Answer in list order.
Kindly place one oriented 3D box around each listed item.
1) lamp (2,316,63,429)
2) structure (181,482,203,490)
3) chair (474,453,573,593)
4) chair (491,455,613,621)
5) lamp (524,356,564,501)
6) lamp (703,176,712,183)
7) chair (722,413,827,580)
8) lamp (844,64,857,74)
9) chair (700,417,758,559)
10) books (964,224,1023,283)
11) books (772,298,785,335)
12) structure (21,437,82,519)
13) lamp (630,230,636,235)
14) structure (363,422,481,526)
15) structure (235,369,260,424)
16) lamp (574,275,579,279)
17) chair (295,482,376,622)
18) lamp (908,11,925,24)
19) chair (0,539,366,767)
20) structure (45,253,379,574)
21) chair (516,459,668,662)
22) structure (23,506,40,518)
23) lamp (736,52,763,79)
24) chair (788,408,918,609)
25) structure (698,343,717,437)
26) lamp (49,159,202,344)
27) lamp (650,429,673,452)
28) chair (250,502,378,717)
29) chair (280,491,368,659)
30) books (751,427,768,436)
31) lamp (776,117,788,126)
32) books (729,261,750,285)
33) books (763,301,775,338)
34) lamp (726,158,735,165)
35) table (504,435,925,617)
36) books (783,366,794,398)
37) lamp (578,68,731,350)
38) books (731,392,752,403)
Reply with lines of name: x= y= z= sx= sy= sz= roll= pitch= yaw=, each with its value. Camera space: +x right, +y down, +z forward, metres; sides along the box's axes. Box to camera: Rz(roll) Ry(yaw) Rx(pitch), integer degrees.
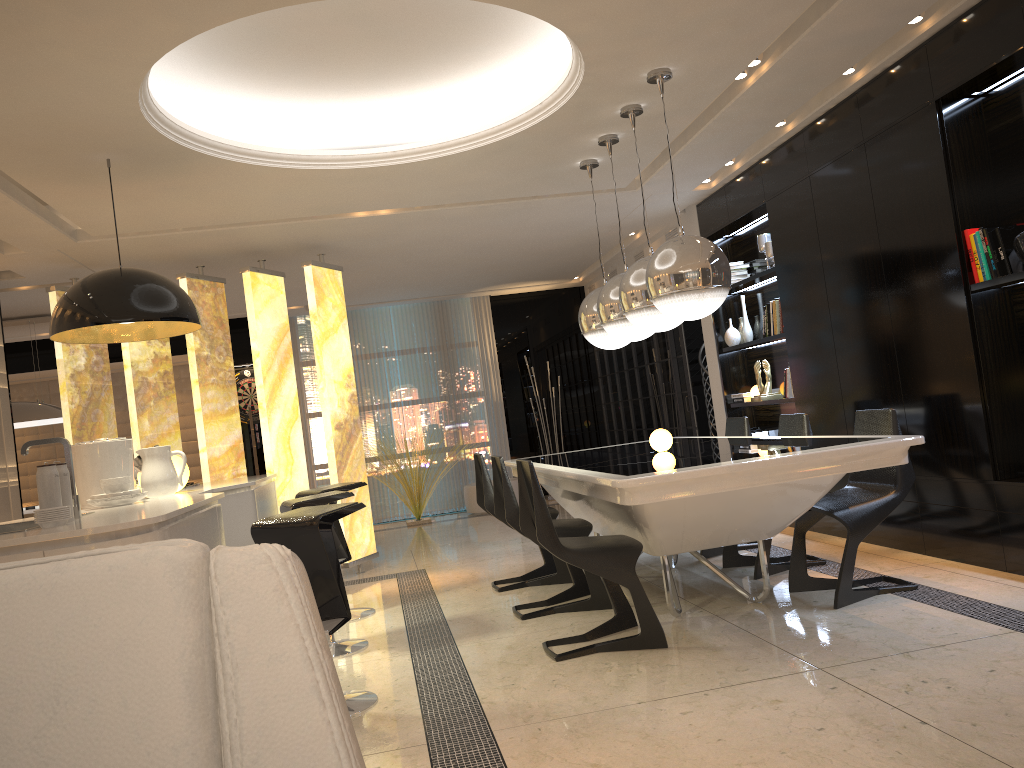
lamp: x=-4.939 y=-0.074 z=8.464 sx=1.578 sy=0.995 sz=0.939 roll=-7 pitch=-2 yaw=-9
structure: x=-2.258 y=0.665 z=5.512 sx=0.502 sy=0.026 sz=0.811 roll=-7 pitch=-2 yaw=-9
chair: x=0.059 y=0.836 z=5.633 sx=0.496 sy=0.858 sz=0.523 roll=-7 pitch=-2 yaw=-9
chair: x=0.192 y=0.785 z=4.795 sx=0.496 sy=0.858 sz=0.523 roll=-7 pitch=-2 yaw=-9
lamp: x=0.461 y=0.525 z=10.983 sx=0.418 sy=1.801 sz=0.200 roll=-7 pitch=-2 yaw=-9
lamp: x=1.488 y=-1.621 z=6.856 sx=0.107 sy=0.127 sz=0.107 roll=-6 pitch=-3 yaw=-28
chair: x=1.473 y=0.628 z=5.116 sx=0.496 sy=0.858 sz=0.523 roll=-7 pitch=-2 yaw=-9
lamp: x=1.813 y=-1.748 z=4.810 sx=0.107 sy=0.127 sz=0.107 roll=-6 pitch=-3 yaw=-28
chair: x=1.347 y=0.677 z=5.911 sx=0.496 sy=0.858 sz=0.523 roll=-7 pitch=-2 yaw=-9
books: x=2.324 y=-0.631 z=4.201 sx=0.210 sy=0.270 sz=0.236 roll=-7 pitch=-2 yaw=-10
books: x=1.998 y=-0.499 z=6.342 sx=0.212 sy=0.261 sz=0.252 roll=-7 pitch=-2 yaw=-9
structure: x=-1.706 y=0.356 z=3.262 sx=0.177 sy=0.310 sz=0.089 roll=-7 pitch=-2 yaw=-9
lamp: x=1.142 y=-1.505 z=8.576 sx=0.107 sy=0.127 sz=0.107 roll=-6 pitch=-3 yaw=-28
structure: x=-1.131 y=1.034 z=10.129 sx=1.282 sy=1.142 sz=1.275 roll=-9 pitch=-3 yaw=37
structure: x=-3.134 y=0.152 z=10.667 sx=0.669 sy=0.669 sz=0.048 roll=-7 pitch=-2 yaw=-9
lamp: x=0.771 y=-1.361 z=10.912 sx=0.107 sy=0.127 sz=0.107 roll=-6 pitch=-3 yaw=-28
chair: x=-1.063 y=1.008 z=5.350 sx=0.380 sy=0.789 sz=0.380 roll=-6 pitch=-3 yaw=-42
lamp: x=1.906 y=-1.784 z=4.221 sx=0.107 sy=0.127 sz=0.107 roll=-6 pitch=-3 yaw=-28
chair: x=-0.237 y=0.584 z=0.138 sx=1.027 sy=0.991 sz=0.983 roll=-7 pitch=-2 yaw=-10
structure: x=-2.273 y=0.342 z=6.897 sx=2.180 sy=2.555 sz=0.448 roll=-7 pitch=-2 yaw=-9
chair: x=0.328 y=0.732 z=3.941 sx=0.496 sy=0.858 sz=0.523 roll=-7 pitch=-2 yaw=-9
structure: x=-4.711 y=1.602 z=8.379 sx=2.912 sy=0.812 sz=1.659 roll=-7 pitch=-2 yaw=-9
lamp: x=1.203 y=-1.676 z=4.582 sx=0.107 sy=0.127 sz=0.271 roll=-7 pitch=-2 yaw=-9
chair: x=1.606 y=0.576 z=4.278 sx=0.496 sy=0.858 sz=0.523 roll=-7 pitch=-2 yaw=-9
structure: x=2.673 y=-0.983 z=10.104 sx=1.964 sy=4.134 sz=3.425 roll=-7 pitch=-2 yaw=-9
lamp: x=-1.999 y=-0.702 z=4.501 sx=0.710 sy=0.898 sz=0.710 roll=-8 pitch=-2 yaw=1
lamp: x=0.813 y=0.307 z=4.835 sx=0.125 sy=0.125 sz=0.125 roll=-10 pitch=-3 yaw=41
chair: x=-0.776 y=0.896 z=3.540 sx=0.380 sy=0.789 sz=0.380 roll=-9 pitch=-3 yaw=23
chair: x=-0.972 y=0.963 z=4.522 sx=0.380 sy=0.789 sz=0.380 roll=-6 pitch=-3 yaw=-27
books: x=1.962 y=0.499 z=7.227 sx=0.210 sy=0.270 sz=0.236 roll=-7 pitch=-2 yaw=-10
lamp: x=1.685 y=-1.698 z=5.612 sx=0.107 sy=0.127 sz=0.107 roll=-6 pitch=-3 yaw=-28
books: x=1.784 y=-0.875 z=7.223 sx=0.259 sy=0.188 sz=0.302 roll=-7 pitch=-2 yaw=-3
books: x=1.965 y=-0.483 z=6.547 sx=0.207 sy=0.256 sz=0.245 roll=-7 pitch=-2 yaw=-10
lamp: x=1.558 y=-1.649 z=6.413 sx=0.107 sy=0.127 sz=0.107 roll=-6 pitch=-3 yaw=-28
table: x=0.850 y=0.751 z=4.908 sx=1.293 sy=0.759 sz=3.031 roll=-7 pitch=-2 yaw=-9
books: x=2.057 y=-0.026 z=6.333 sx=0.182 sy=0.232 sz=0.284 roll=-7 pitch=-2 yaw=-6
lamp: x=0.687 y=-0.872 z=5.008 sx=0.408 sy=1.226 sz=1.827 roll=-7 pitch=-2 yaw=-9
books: x=1.924 y=0.105 z=7.176 sx=0.209 sy=0.073 sz=0.266 roll=-7 pitch=-2 yaw=-6
